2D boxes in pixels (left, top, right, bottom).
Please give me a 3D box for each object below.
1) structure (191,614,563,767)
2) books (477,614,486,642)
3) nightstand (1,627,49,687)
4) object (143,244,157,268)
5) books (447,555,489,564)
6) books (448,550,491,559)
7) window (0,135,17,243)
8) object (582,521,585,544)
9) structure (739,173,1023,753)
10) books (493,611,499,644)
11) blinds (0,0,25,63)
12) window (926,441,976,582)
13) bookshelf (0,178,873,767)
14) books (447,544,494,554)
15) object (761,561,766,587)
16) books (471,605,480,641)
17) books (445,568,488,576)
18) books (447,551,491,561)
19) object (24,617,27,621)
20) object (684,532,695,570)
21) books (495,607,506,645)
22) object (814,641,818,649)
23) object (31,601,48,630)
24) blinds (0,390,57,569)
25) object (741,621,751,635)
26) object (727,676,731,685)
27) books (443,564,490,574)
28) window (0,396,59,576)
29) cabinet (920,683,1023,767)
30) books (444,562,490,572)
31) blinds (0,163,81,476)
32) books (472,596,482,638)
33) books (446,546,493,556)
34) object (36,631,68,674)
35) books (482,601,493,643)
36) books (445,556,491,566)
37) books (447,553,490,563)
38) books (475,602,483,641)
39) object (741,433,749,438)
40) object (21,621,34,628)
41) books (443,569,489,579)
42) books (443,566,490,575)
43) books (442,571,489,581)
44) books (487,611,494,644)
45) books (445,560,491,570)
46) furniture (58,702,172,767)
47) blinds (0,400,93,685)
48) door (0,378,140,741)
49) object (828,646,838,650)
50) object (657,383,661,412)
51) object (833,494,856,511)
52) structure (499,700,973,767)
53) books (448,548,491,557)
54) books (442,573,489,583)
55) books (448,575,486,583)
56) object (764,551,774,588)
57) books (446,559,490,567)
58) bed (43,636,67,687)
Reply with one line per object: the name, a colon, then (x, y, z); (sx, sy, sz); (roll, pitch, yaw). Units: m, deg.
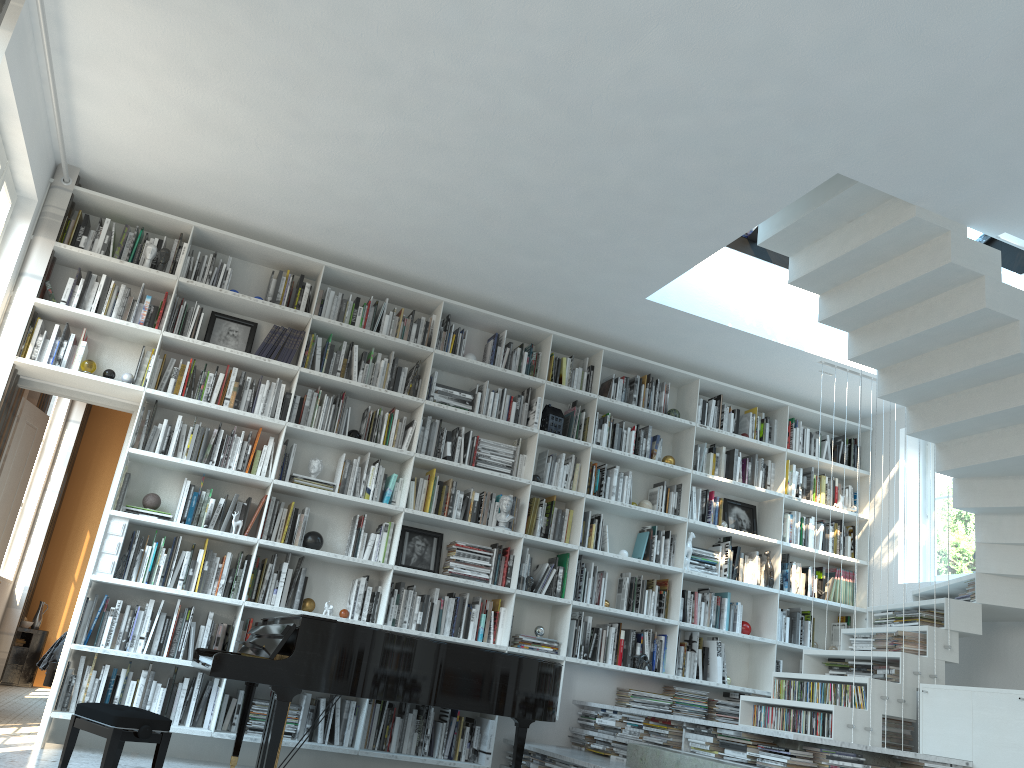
structure: (-0.613, 1.688, 4.444); (1.920, 0.829, 1.338); (15, -20, -19)
books: (-0.224, 1.616, 5.865); (0.023, 0.182, 0.169); (15, -20, -19)
nightstand: (-4.822, 2.560, 8.415); (0.651, 0.516, 0.432); (14, -19, -16)
object: (-2.253, -0.778, 5.500); (0.067, 0.197, 0.068); (1, -20, 22)
books: (-0.296, 1.188, 5.967); (0.254, 0.012, 0.161); (14, -20, -16)
books: (-0.291, 1.153, 5.978); (0.254, 0.012, 0.161); (17, -20, -21)
window: (-2.614, -0.397, 3.931); (0.073, 2.001, 1.988); (15, -20, -19)
object: (0.472, 1.088, 6.322); (0.013, 0.207, 0.140); (15, -19, -19)
structure: (2.250, 0.679, 5.165); (2.616, 3.369, 1.959); (15, -19, -19)
books: (-0.135, 1.625, 5.903); (0.011, 0.215, 0.166); (15, -20, -19)
blinds: (-1.990, -0.416, 2.686); (0.140, 3.219, 0.778); (15, -19, -19)
window: (3.452, 0.859, 6.459); (0.042, 1.221, 1.120); (15, -20, -19)
bookshelf: (-0.184, 1.073, 5.977); (6.303, 3.131, 0.331); (16, -19, -19)
books: (-0.284, 1.118, 5.985); (0.285, 0.012, 0.160); (17, -21, -23)
object: (1.884, 1.475, 6.809); (0.022, 0.211, 0.179); (15, -20, -19)
books: (-0.269, 1.580, 5.861); (0.023, 0.233, 0.175); (15, -20, -19)
books: (-0.307, 1.264, 5.937); (0.254, 0.012, 0.161); (17, -21, -23)
books: (-0.292, 1.164, 5.973); (0.254, 0.012, 0.161); (17, -20, -22)
object: (-4.742, 2.292, 8.564); (0.106, 0.103, 0.106); (13, -19, -12)
object: (1.279, 1.216, 6.445); (0.087, 0.287, 0.075); (4, -19, 15)
books: (-0.100, 1.618, 5.914); (0.033, 0.245, 0.176); (15, -20, -19)
object: (2.320, 2.018, 6.830); (0.071, 0.072, 0.072); (-1, -21, 27)
object: (-4.596, 2.247, 8.620); (0.091, 0.267, 0.091); (0, -20, 25)
blinds: (-3.498, 0.575, 6.236); (0.140, 3.219, 0.778); (15, -19, -19)
object: (1.729, 1.830, 6.624); (0.115, 0.116, 0.115); (25, -24, -39)
object: (1.568, 2.171, 6.490); (0.071, 0.072, 0.072); (-1, -21, 27)
books: (-0.307, 1.245, 5.952); (0.285, 0.012, 0.160); (15, -20, -18)
window: (-4.121, 0.593, 7.478); (0.073, 2.001, 1.988); (15, -20, -19)
cabinet: (2.589, 1.884, 4.369); (0.552, 0.665, 0.995); (15, -20, -19)
books: (-0.304, 1.233, 5.954); (0.285, 0.012, 0.160); (15, -20, -17)
blinds: (-3.050, 0.281, 5.182); (0.140, 3.219, 0.778); (15, -19, -19)
books: (-0.252, 1.560, 5.887); (0.014, 0.292, 0.138); (15, -19, -19)
books: (-0.288, 1.131, 5.988); (0.285, 0.012, 0.160); (15, -20, -17)
object: (-3.398, 2.422, 8.024); (1.482, 0.538, 1.454); (16, -20, -19)
books: (-0.190, 1.586, 5.901); (0.026, 0.271, 0.175); (15, -19, -19)
books: (-0.296, 1.198, 5.959); (0.285, 0.012, 0.160); (14, -19, -14)
books: (-0.295, 1.176, 5.971); (0.254, 0.012, 0.161); (17, -20, -21)
books: (-0.245, 1.583, 5.892); (0.014, 0.255, 0.145); (15, -19, -19)
object: (1.827, 0.422, 6.970); (0.071, 0.072, 0.072); (-1, -21, 27)
object: (-4.644, 2.300, 8.474); (0.118, 0.061, 0.118); (13, -19, -12)
books: (-0.309, 1.275, 5.933); (0.285, 0.012, 0.160); (14, -19, -14)
books: (-0.310, 1.256, 5.951); (0.285, 0.012, 0.160); (16, -20, -19)
books: (-0.314, 1.289, 5.937); (0.285, 0.012, 0.160); (16, -20, -20)
books: (-0.159, 1.620, 5.893); (0.042, 0.211, 0.169); (15, -20, -19)
books: (-0.300, 1.220, 5.951); (0.285, 0.012, 0.160); (14, -19, -14)
furniture: (-1.583, 1.464, 3.521); (0.467, 0.352, 0.240); (-9, -26, 42)
blinds: (-4.558, 1.272, 8.732); (0.140, 3.219, 0.778); (15, -19, -19)
door: (-2.993, 1.060, 5.474); (0.835, 1.973, 0.788); (15, -19, -19)
object: (2.513, 2.086, 6.940); (0.071, 0.072, 0.072); (-1, -21, 27)
object: (1.103, 0.145, 6.847); (0.006, 0.296, 0.130); (15, -19, -19)
object: (2.676, 0.970, 7.142); (0.203, 0.136, 0.095); (10, -19, -4)
structure: (1.732, 2.323, 4.932); (2.902, 0.657, 3.121); (15, -20, -19)
books: (-0.288, 1.141, 5.980); (0.254, 0.012, 0.161); (17, -20, -22)
books: (-0.312, 1.298, 5.925); (0.285, 0.012, 0.160); (17, -21, -23)
books: (-0.317, 1.311, 5.928); (0.254, 0.012, 0.161); (15, -20, -17)
object: (1.940, 1.407, 6.697); (0.087, 0.287, 0.075); (4, -19, 15)
books: (-0.298, 1.209, 5.956); (0.254, 0.012, 0.161); (17, -21, -23)
bed: (-3.165, 2.398, 8.186); (1.772, 1.176, 2.180); (15, -20, -19)
